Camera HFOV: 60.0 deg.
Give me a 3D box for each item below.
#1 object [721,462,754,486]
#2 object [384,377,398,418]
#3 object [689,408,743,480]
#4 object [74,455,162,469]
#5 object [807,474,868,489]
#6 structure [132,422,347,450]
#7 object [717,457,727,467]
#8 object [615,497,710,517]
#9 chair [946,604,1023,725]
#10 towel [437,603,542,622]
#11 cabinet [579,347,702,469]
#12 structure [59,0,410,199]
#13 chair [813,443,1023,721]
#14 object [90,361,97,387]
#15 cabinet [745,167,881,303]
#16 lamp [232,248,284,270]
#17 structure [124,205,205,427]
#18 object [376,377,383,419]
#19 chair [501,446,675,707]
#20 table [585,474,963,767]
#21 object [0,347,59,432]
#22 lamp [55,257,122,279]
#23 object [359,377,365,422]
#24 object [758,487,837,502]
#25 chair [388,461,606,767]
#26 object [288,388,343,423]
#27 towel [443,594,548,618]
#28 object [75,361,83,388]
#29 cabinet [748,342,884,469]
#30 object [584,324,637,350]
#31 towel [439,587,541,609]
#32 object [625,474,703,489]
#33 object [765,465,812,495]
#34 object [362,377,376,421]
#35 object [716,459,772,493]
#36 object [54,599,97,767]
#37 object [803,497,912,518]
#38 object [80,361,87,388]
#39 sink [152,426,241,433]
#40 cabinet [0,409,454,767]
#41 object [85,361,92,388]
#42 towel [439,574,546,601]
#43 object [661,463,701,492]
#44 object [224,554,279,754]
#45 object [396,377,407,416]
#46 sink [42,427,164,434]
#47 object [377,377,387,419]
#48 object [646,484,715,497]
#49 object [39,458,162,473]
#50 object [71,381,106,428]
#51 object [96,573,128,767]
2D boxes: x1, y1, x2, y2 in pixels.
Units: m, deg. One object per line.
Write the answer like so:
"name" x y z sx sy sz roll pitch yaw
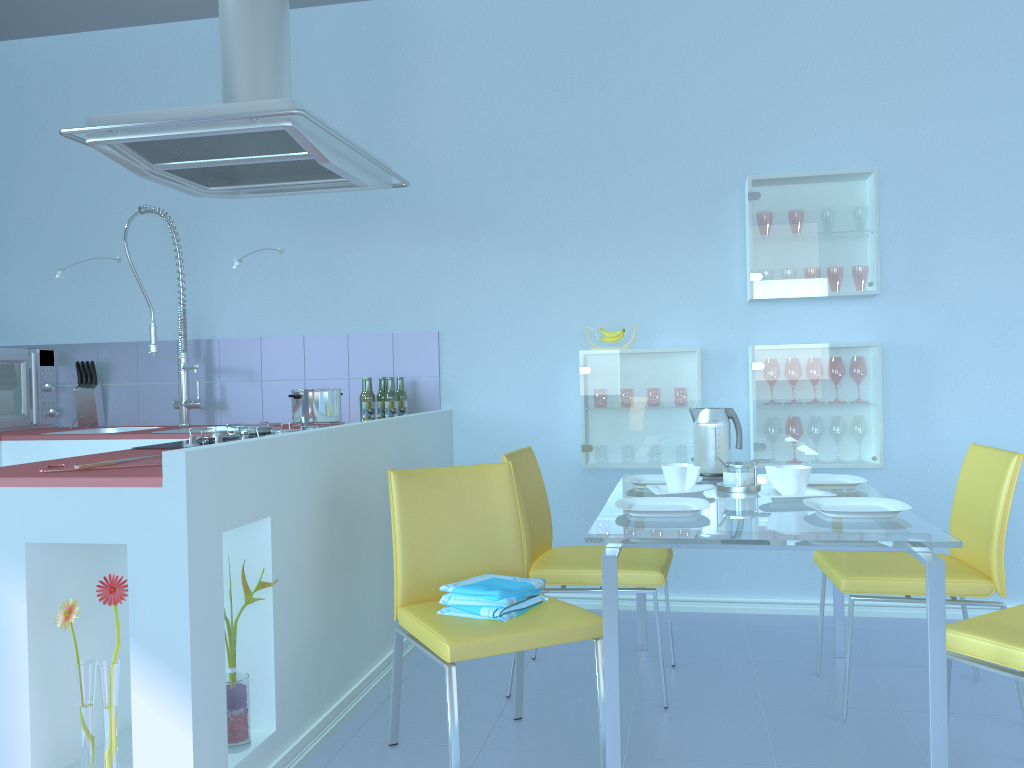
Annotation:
"object" 0.645 0.261 2.526 0.087 0.071 0.090 -2 1 -24
"object" -0.467 0.068 3.427 0.052 0.187 0.052 -1 1 30
"object" 0.645 0.188 2.839 0.146 0.222 0.132 -2 1 -36
"object" -0.885 0.173 2.027 0.041 0.009 0.375 -1 0 8
"object" 0.902 0.285 2.569 0.228 0.020 0.228 -1 0 8
"structure" -0.761 0.150 2.707 0.500 0.047 0.600 -1 0 11
"object" 0.615 0.244 2.514 0.077 0.079 0.023 -2 1 -24
"object" 0.365 0.301 2.158 0.228 0.020 0.228 -1 0 8
"chair" 1.176 0.533 1.770 0.387 0.695 0.484 -2 1 -31
"towel" -0.048 0.529 2.115 0.195 0.024 0.201 -1 1 31
"cabinet" 0.495 0.093 3.391 0.450 0.450 0.173 -1 0 11
"structure" -0.783 -1.097 2.694 0.695 0.962 0.895 -1 0 11
"chair" 1.132 0.528 2.486 0.484 0.695 0.387 -1 0 9
"object" -1.825 0.031 3.869 0.019 0.265 0.037 -1 0 21
"cabinet" 1.100 -0.541 3.264 0.450 0.450 0.173 -1 0 11
"lamp" -1.017 -0.508 3.568 0.037 0.134 0.400 -1 0 11
"structure" -1.399 -0.279 3.652 0.308 0.920 0.178 -1 0 10
"object" -0.515 0.066 3.534 0.052 0.190 0.052 -2 1 -24
"chair" 0.232 0.548 2.689 0.484 0.695 0.387 -1 0 14
"table" 0.629 0.599 2.351 0.730 0.590 1.173 -1 0 11
"object" -2.257 0.024 3.697 0.367 0.350 0.611 -1 0 11
"lamp" -1.769 -0.492 3.716 0.037 0.134 0.400 -1 0 11
"object" -0.575 0.068 3.496 0.052 0.190 0.052 -2 1 -24
"object" 0.721 0.292 2.324 0.190 0.020 0.194 -1 0 -8
"chair" -0.058 0.559 2.128 0.387 0.695 0.484 -2 1 -25
"object" -0.626 0.069 2.840 0.157 0.106 0.170 -1 0 -6
"towel" -0.043 0.516 2.115 0.195 0.024 0.201 -1 1 36
"object" -1.893 0.032 3.883 0.019 0.265 0.037 -1 0 2
"cabinet" 1.114 0.079 3.269 0.450 0.450 0.173 -1 0 11
"object" 0.382 -0.179 3.420 0.203 0.100 0.077 -1 0 4
"towel" -0.047 0.500 2.116 0.195 0.027 0.192 -1 1 32
"object" 0.456 0.295 2.664 0.228 0.020 0.228 -1 0 13
"object" 0.734 0.258 2.328 0.091 0.083 0.111 -1 0 -17
"object" -0.555 0.068 3.433 0.052 0.190 0.052 -2 1 -24
"object" 0.666 0.260 2.525 0.166 0.081 0.123 -1 0 3
"object" -0.887 0.622 1.805 0.085 0.365 0.050 -1 0 9
"object" 0.806 0.291 2.080 0.228 0.020 0.228 -1 0 8
"object" -1.872 0.032 3.879 0.019 0.265 0.038 -1 0 21
"sink" -1.171 0.263 3.480 0.326 0.172 0.428 -1 0 11
"cabinet" -1.520 0.541 2.794 2.200 0.800 2.139 -1 0 11
"object" -1.848 0.032 3.874 0.019 0.265 0.038 -1 0 21
"towel" -0.046 0.484 2.119 0.195 0.033 0.190 -1 1 37
"object" 0.458 0.264 2.432 0.091 0.083 0.111 -1 0 -7
"object" -0.614 0.586 1.937 0.067 0.423 0.229 -1 1 42
"object" -0.438 0.066 3.491 0.052 0.187 0.052 -1 1 30
"sink" -1.636 0.273 3.572 0.326 0.172 0.428 -1 0 11
"object" -0.503 0.068 3.474 0.052 0.187 0.052 -1 1 30
"object" 0.473 0.297 2.434 0.190 0.020 0.194 -1 0 2
"object" -0.898 0.180 1.972 0.269 0.006 0.151 -2 1 -27
"object" -1.856 0.090 3.870 0.100 0.200 0.109 -1 0 11
"object" -0.802 0.590 1.773 0.090 0.427 0.054 -1 1 43
